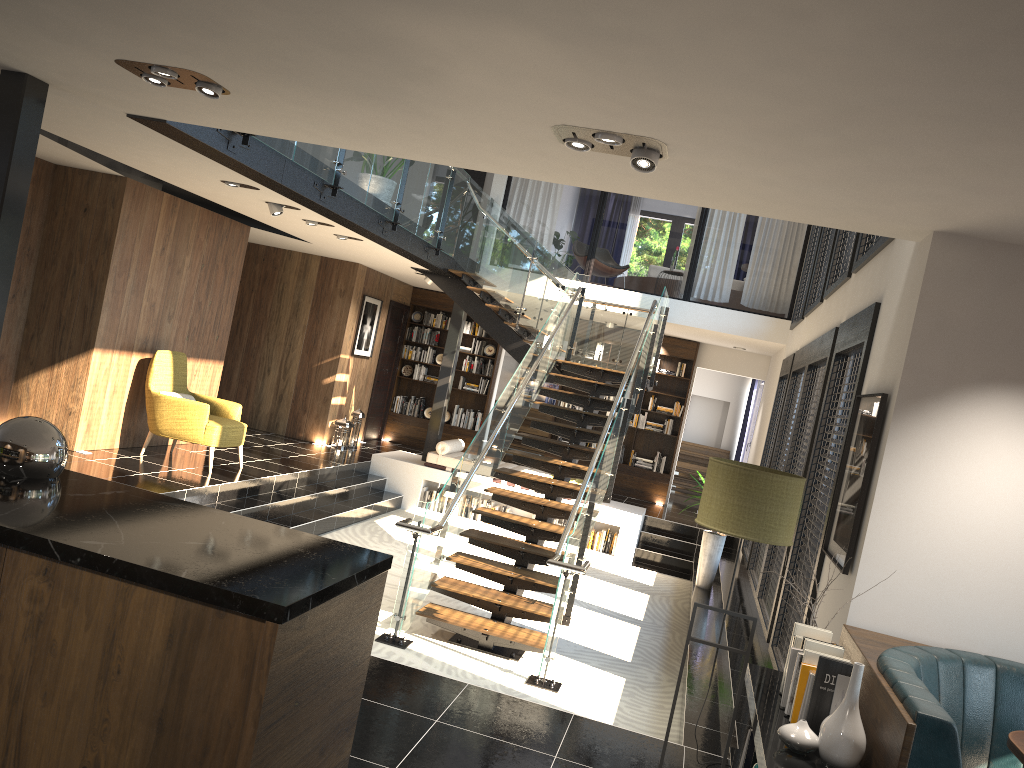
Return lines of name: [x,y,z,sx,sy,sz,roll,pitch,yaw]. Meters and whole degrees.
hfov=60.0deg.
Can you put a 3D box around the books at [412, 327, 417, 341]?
books: [-1.656,-0.854,15.322,0.035,0.255,0.183,12,1,12]

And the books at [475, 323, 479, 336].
books: [-0.575,-0.941,15.136,0.064,0.247,0.209,12,1,12]

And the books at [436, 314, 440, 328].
books: [-1.235,-1.077,15.221,0.025,0.239,0.220,12,1,12]

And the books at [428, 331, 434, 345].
books: [-1.381,-0.788,15.285,0.028,0.240,0.148,12,2,12]

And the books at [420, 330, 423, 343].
books: [-1.530,-0.828,15.304,0.018,0.256,0.172,12,2,12]

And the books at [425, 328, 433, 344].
books: [-1.435,-0.816,15.273,0.033,0.273,0.189,12,2,12]

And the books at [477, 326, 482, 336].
books: [-0.520,-0.956,15.075,0.017,0.302,0.266,12,1,12]

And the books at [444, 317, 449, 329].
books: [-1.112,-1.040,15.241,0.030,0.217,0.165,12,1,12]

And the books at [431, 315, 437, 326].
books: [-1.343,-1.086,15.286,0.014,0.212,0.184,12,1,12]

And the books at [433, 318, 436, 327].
books: [-1.303,-1.049,15.266,0.035,0.156,0.186,12,1,12]

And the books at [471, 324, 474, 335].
books: [-0.640,-0.926,15.150,0.029,0.191,0.177,12,1,12]

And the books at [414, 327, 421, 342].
books: [-1.628,-0.854,15.313,0.022,0.267,0.198,12,1,12]

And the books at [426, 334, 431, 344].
books: [-1.419,-0.769,15.256,0.025,0.188,0.181,12,1,12]

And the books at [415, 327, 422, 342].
books: [-1.605,-0.846,15.312,0.027,0.261,0.181,12,2,12]

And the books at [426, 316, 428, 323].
books: [-1.442,-1.092,15.315,0.020,0.181,0.153,12,1,12]

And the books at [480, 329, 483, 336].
books: [-0.490,-0.908,15.131,0.037,0.218,0.144,12,2,12]

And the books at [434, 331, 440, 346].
books: [-1.288,-0.782,15.263,0.035,0.267,0.133,12,2,12]

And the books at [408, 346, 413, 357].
books: [-1.759,-0.543,15.381,0.018,0.232,0.123,12,2,12]

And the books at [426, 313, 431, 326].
books: [-1.420,-1.108,15.290,0.026,0.222,0.202,12,1,12]

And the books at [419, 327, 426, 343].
books: [-1.542,-0.846,15.309,0.015,0.288,0.154,12,2,12]

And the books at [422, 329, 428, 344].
books: [-1.486,-0.818,15.302,0.032,0.255,0.160,12,2,12]

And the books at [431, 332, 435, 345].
books: [-1.344,-0.781,15.269,0.024,0.243,0.144,12,2,12]

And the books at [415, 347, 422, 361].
books: [-1.607,-0.512,15.307,0.026,0.237,0.164,12,2,12]

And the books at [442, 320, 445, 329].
books: [-1.151,-1.014,15.259,0.040,0.149,0.126,12,1,12]

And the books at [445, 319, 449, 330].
books: [-1.096,-1.013,15.203,0.029,0.172,0.187,12,1,12]

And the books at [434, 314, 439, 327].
books: [-1.264,-1.078,15.240,0.039,0.230,0.205,12,1,12]

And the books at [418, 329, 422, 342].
books: [-1.579,-0.831,15.287,0.039,0.243,0.179,12,1,12]

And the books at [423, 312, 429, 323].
books: [-1.479,-1.126,15.314,0.017,0.234,0.200,12,1,12]

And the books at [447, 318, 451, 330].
books: [-1.061,-1.026,15.216,0.027,0.212,0.180,12,1,12]

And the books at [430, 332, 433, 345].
books: [-1.364,-0.779,15.269,0.014,0.230,0.172,12,1,12]

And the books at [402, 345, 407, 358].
books: [-1.850,-0.558,15.388,0.030,0.224,0.166,12,1,12]

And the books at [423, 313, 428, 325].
books: [-1.469,-1.115,15.274,0.024,0.216,0.210,12,1,12]

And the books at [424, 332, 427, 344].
books: [-1.464,-0.795,15.293,0.024,0.220,0.123,12,2,12]

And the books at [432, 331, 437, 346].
books: [-1.317,-0.786,15.269,0.025,0.263,0.147,12,2,12]

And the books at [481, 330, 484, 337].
books: [-0.468,-0.886,15.099,0.027,0.186,0.220,12,1,12]

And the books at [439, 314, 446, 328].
books: [-1.196,-1.072,15.237,0.020,0.245,0.228,12,1,12]

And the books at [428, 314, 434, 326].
books: [-1.378,-1.096,15.288,0.059,0.216,0.159,12,1,12]

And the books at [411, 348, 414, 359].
books: [-1.708,-0.520,15.371,0.018,0.208,0.126,12,2,12]

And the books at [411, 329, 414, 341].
books: [-1.689,-0.835,15.330,0.025,0.204,0.192,12,1,12]

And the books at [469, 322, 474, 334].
books: [-0.670,-0.949,15.159,0.042,0.223,0.163,12,1,12]

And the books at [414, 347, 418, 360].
books: [-1.632,-0.517,15.334,0.036,0.235,0.170,12,1,12]

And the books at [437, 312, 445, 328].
books: [-1.213,-1.092,15.216,0.012,0.278,0.228,12,1,12]

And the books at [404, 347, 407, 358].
books: [-1.818,-0.535,15.375,0.045,0.192,0.164,12,1,12]

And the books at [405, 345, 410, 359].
books: [-1.788,-0.550,15.339,0.022,0.235,0.194,12,1,12]

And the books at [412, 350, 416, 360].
books: [-1.675,-0.498,15.328,0.035,0.181,0.165,12,1,12]

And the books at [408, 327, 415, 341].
books: [-1.722,-0.868,15.364,0.066,0.255,0.127,12,2,12]

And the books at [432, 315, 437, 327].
books: [-1.322,-1.077,15.299,0.025,0.203,0.156,12,1,12]

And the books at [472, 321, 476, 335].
books: [-0.616,-0.977,15.102,0.015,0.303,0.252,12,1,12]

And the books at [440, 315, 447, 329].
books: [-1.175,-1.062,15.243,0.020,0.235,0.206,12,1,12]

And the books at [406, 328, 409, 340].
books: [-1.790,-0.863,15.377,0.023,0.215,0.148,12,2,12]

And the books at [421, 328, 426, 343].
books: [-1.515,-0.828,15.281,0.019,0.264,0.175,12,2,12]

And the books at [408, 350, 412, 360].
books: [-1.743,-0.507,15.357,0.037,0.169,0.148,12,1,12]

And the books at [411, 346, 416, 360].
books: [-1.689,-0.530,15.360,0.019,0.236,0.139,12,2,12]

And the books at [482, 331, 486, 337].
books: [-0.446,-0.920,15.072,0.013,0.262,0.217,12,1,12]

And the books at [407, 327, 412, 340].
books: [-1.771,-0.866,15.354,0.023,0.231,0.143,12,2,12]
